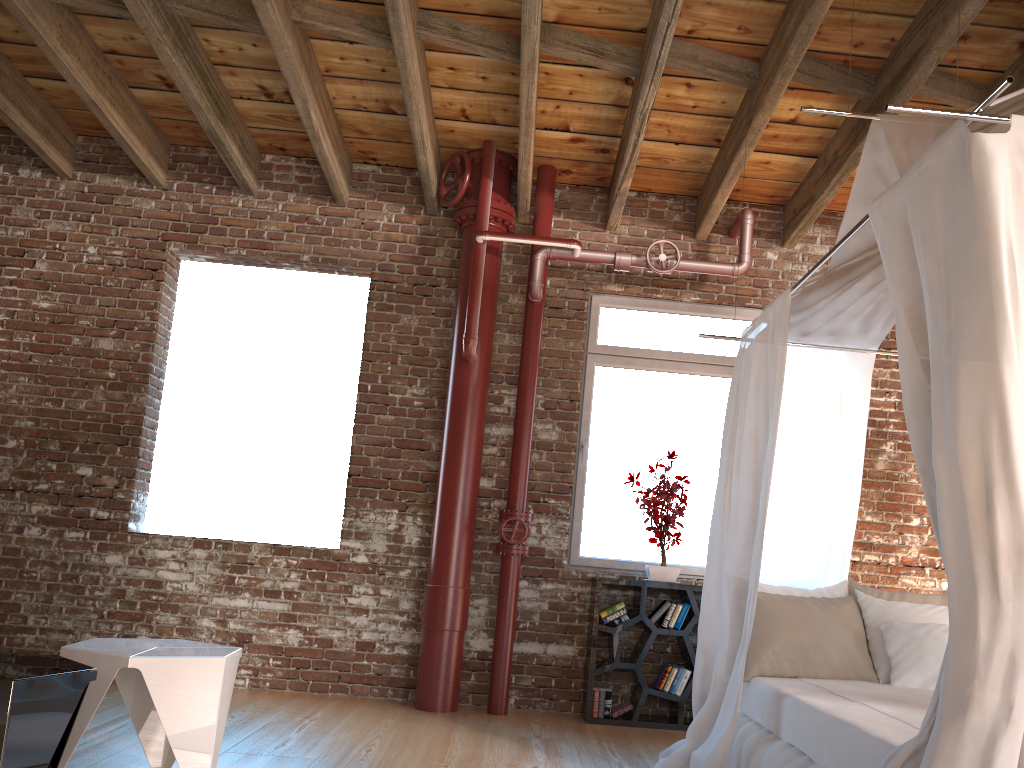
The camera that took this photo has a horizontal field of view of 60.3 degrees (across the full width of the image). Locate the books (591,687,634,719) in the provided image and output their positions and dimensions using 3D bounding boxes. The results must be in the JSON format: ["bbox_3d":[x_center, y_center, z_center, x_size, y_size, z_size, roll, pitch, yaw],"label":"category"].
[{"bbox_3d":[0.593,1.890,5.213,0.247,0.158,0.136,5,-9,-1],"label":"books"}]

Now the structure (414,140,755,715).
[{"bbox_3d":[0.390,0.260,5.335,1.980,3.430,0.587,5,-7,-2],"label":"structure"}]

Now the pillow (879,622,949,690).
[{"bbox_3d":[1.823,1.194,3.866,0.379,0.288,0.221,4,-9,8],"label":"pillow"}]

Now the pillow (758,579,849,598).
[{"bbox_3d":[1.330,1.160,4.219,0.626,0.488,0.203,5,-8,-1],"label":"pillow"}]

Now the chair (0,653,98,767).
[{"bbox_3d":[-1.524,1.024,2.442,0.602,0.485,0.554,-4,-13,42],"label":"chair"}]

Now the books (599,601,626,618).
[{"bbox_3d":[0.595,1.349,5.276,0.152,0.108,0.137,5,-10,-1],"label":"books"}]

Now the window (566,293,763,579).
[{"bbox_3d":[1.053,0.338,5.738,1.332,1.831,0.171,5,-7,-2],"label":"window"}]

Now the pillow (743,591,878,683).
[{"bbox_3d":[1.327,1.156,4.019,0.608,0.410,0.365,6,-9,-4],"label":"pillow"}]

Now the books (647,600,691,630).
[{"bbox_3d":[0.937,1.382,5.289,0.241,0.164,0.136,5,-9,-1],"label":"books"}]

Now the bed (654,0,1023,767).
[{"bbox_3d":[2.026,-0.204,3.358,2.471,3.844,2.724,5,-8,0],"label":"bed"}]

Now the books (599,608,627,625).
[{"bbox_3d":[0.605,1.385,5.272,0.152,0.108,0.137,5,-10,-1],"label":"books"}]

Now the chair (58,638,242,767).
[{"bbox_3d":[-1.292,1.182,3.127,0.636,0.485,0.525,12,-12,-36],"label":"chair"}]

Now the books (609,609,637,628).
[{"bbox_3d":[0.661,1.402,5.273,0.155,0.113,0.137,5,-10,-1],"label":"books"}]

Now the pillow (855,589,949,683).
[{"bbox_3d":[1.911,1.172,4.048,0.606,0.399,0.355,6,-9,-4],"label":"pillow"}]

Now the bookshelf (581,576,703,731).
[{"bbox_3d":[0.883,1.623,5.329,0.847,0.837,0.298,5,-7,-2],"label":"bookshelf"}]

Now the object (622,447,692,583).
[{"bbox_3d":[0.896,0.791,5.412,0.413,0.832,0.403,6,-8,-5],"label":"object"}]

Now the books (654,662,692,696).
[{"bbox_3d":[0.955,1.755,5.247,0.201,0.179,0.136,5,-9,-1],"label":"books"}]

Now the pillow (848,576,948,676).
[{"bbox_3d":[1.907,1.198,4.252,0.626,0.490,0.213,5,-8,-2],"label":"pillow"}]
